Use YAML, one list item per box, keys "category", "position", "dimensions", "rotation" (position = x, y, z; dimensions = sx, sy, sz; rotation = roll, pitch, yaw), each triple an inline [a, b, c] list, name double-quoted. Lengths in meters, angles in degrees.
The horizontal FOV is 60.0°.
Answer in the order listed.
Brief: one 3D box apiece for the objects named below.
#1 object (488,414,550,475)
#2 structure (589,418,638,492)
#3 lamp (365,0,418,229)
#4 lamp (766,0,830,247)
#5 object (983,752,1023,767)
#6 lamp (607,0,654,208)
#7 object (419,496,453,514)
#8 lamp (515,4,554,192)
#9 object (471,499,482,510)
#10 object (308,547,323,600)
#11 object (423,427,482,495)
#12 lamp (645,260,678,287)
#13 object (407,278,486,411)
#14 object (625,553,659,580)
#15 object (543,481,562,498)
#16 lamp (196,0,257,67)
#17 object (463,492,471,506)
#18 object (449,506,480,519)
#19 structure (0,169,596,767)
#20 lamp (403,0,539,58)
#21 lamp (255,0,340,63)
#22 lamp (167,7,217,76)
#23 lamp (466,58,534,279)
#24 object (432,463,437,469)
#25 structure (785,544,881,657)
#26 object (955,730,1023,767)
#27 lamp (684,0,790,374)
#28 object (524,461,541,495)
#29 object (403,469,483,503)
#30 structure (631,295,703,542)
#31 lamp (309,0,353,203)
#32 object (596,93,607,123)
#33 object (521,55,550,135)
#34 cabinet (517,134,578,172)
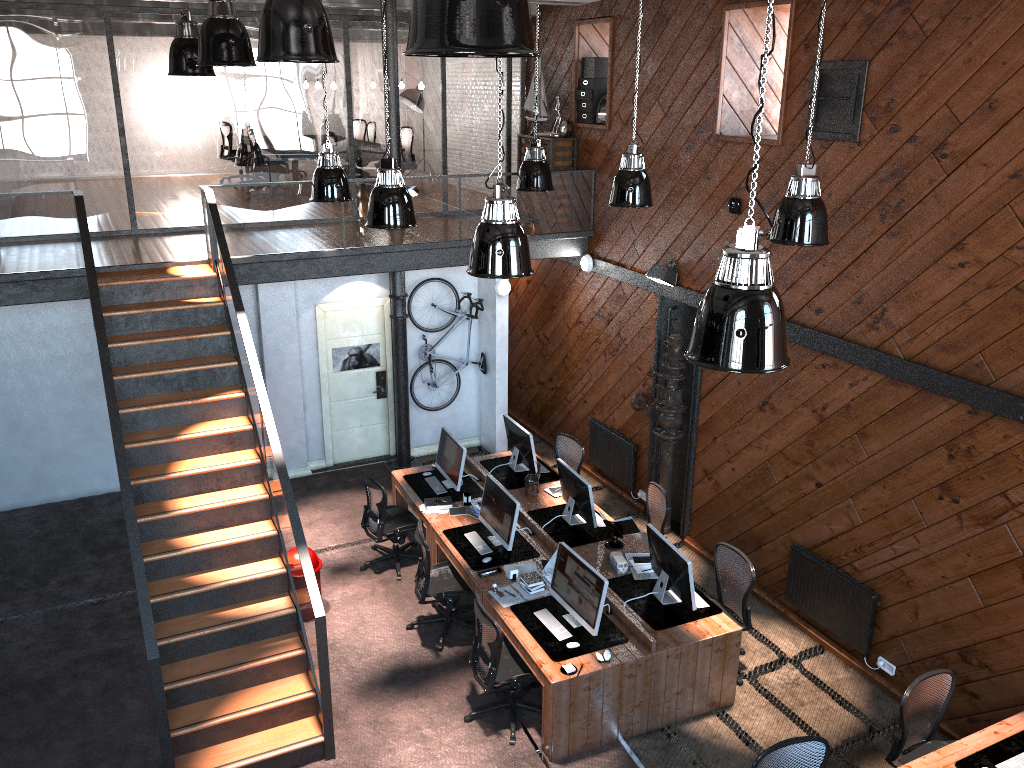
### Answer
- category: "object"
  position: [0.129, 0.717, 10.119]
  dimensions: [0.648, 0.576, 0.799]
  rotation: [7, 20, 19]
- category: "structure"
  position: [1.271, 0.893, 11.228]
  dimensions: [0.073, 0.628, 1.064]
  rotation: [-9, 21, -25]
- category: "lamp"
  position: [-1.028, -2.487, 7.243]
  dimensions: [0.445, 2.372, 0.445]
  rotation: [9, 21, 24]
- category: "lamp"
  position: [2.143, -2.187, 6.239]
  dimensions: [0.445, 2.372, 0.445]
  rotation: [-4, 19, -13]
- category: "object"
  position: [3.312, 2.483, 5.800]
  dimensions: [0.577, 0.040, 0.139]
  rotation: [-7, 20, -22]
- category: "lamp"
  position: [1.145, -2.844, 8.138]
  dimensions: [0.445, 2.372, 0.445]
  rotation: [4, 19, 11]
- category: "object"
  position: [-0.794, 1.257, 9.263]
  dimensions: [0.363, 0.065, 0.325]
  rotation: [0, 19, -1]
- category: "lamp"
  position: [0.269, -3.360, 9.833]
  dimensions: [0.445, 2.372, 0.445]
  rotation: [9, 21, 24]
- category: "object"
  position: [-0.234, 1.288, 9.236]
  dimensions: [0.304, 0.017, 0.467]
  rotation: [-6, 20, -18]
- category: "object"
  position: [-2.042, 1.913, 8.608]
  dimensions: [0.414, 0.707, 0.414]
  rotation: [7, 20, 18]
- category: "object"
  position: [-0.720, 0.852, 9.712]
  dimensions: [0.692, 0.581, 0.586]
  rotation: [8, 20, 21]
- category: "lamp"
  position: [1.639, -1.193, 9.603]
  dimensions: [0.262, 0.260, 0.328]
  rotation: [-9, 21, -25]
- category: "object"
  position: [-0.829, -0.525, 11.876]
  dimensions: [0.655, 1.846, 1.022]
  rotation: [15, 24, 37]
- category: "object"
  position: [1.226, 1.667, 8.158]
  dimensions: [0.304, 0.017, 0.467]
  rotation: [-1, 19, -3]
- category: "object"
  position: [0.531, 1.139, 9.653]
  dimensions: [0.316, 0.060, 0.229]
  rotation: [-12, 22, -31]
- category: "lamp"
  position: [-2.155, -2.691, 6.616]
  dimensions: [0.445, 0.605, 0.445]
  rotation: [-10, 21, -27]
- category: "object"
  position: [-0.473, 1.204, 9.334]
  dimensions: [0.078, 0.138, 0.099]
  rotation: [-3, 19, -9]
- category: "object"
  position: [-0.472, 1.307, 9.097]
  dimensions: [0.347, 0.083, 0.129]
  rotation: [5, 19, 12]
- category: "structure"
  position: [-3.024, 0.544, 8.579]
  dimensions: [10.620, 4.603, 5.793]
  rotation: [-9, 21, -25]
- category: "lamp"
  position: [-0.134, -1.375, 2.847]
  dimensions: [0.445, 0.605, 0.445]
  rotation: [-10, 21, -27]
- category: "lamp"
  position: [-1.160, -2.032, 4.714]
  dimensions: [0.445, 0.605, 0.445]
  rotation: [-10, 21, -27]
- category: "lamp"
  position: [-3.033, -3.209, 8.316]
  dimensions: [0.445, 0.605, 0.445]
  rotation: [-8, 20, -23]
- category: "lamp"
  position: [-0.069, -1.854, 5.410]
  dimensions: [0.445, 2.372, 0.445]
  rotation: [-1, 19, -4]
- category: "object"
  position: [-0.867, 0.932, 10.220]
  dimensions: [0.082, 0.063, 0.106]
  rotation: [13, 22, 32]
- category: "structure"
  position: [2.905, 1.972, 8.102]
  dimensions: [0.073, 0.628, 1.064]
  rotation: [-9, 21, -25]
- category: "object"
  position: [3.417, 2.535, 5.706]
  dimensions: [0.848, 0.008, 0.687]
  rotation: [-9, 21, -25]
- category: "lamp"
  position: [0.982, -1.234, 3.458]
  dimensions: [0.445, 2.372, 0.445]
  rotation: [7, 20, 20]
- category: "object"
  position: [0.237, 1.005, 9.590]
  dimensions: [0.229, 0.351, 0.135]
  rotation: [-9, 21, -27]
- category: "object"
  position: [-0.752, 1.116, 9.769]
  dimensions: [0.687, 0.008, 0.848]
  rotation: [-8, 21, -24]
- category: "structure"
  position: [1.781, 0.386, 10.087]
  dimensions: [0.500, 2.745, 1.003]
  rotation: [-7, 20, -20]
- category: "lamp"
  position: [-1.869, -3.035, 8.832]
  dimensions: [0.445, 2.372, 0.445]
  rotation: [-10, 21, -27]
- category: "object"
  position: [1.263, -3.304, 10.609]
  dimensions: [0.384, 0.353, 0.365]
  rotation: [-9, 21, -25]
- category: "object"
  position: [0.303, -3.708, 11.386]
  dimensions: [0.140, 0.989, 0.789]
  rotation: [-9, 21, -25]
- category: "cabinet"
  position: [0.438, -2.671, 11.540]
  dimensions: [0.365, 1.081, 0.957]
  rotation: [-9, 21, -25]
